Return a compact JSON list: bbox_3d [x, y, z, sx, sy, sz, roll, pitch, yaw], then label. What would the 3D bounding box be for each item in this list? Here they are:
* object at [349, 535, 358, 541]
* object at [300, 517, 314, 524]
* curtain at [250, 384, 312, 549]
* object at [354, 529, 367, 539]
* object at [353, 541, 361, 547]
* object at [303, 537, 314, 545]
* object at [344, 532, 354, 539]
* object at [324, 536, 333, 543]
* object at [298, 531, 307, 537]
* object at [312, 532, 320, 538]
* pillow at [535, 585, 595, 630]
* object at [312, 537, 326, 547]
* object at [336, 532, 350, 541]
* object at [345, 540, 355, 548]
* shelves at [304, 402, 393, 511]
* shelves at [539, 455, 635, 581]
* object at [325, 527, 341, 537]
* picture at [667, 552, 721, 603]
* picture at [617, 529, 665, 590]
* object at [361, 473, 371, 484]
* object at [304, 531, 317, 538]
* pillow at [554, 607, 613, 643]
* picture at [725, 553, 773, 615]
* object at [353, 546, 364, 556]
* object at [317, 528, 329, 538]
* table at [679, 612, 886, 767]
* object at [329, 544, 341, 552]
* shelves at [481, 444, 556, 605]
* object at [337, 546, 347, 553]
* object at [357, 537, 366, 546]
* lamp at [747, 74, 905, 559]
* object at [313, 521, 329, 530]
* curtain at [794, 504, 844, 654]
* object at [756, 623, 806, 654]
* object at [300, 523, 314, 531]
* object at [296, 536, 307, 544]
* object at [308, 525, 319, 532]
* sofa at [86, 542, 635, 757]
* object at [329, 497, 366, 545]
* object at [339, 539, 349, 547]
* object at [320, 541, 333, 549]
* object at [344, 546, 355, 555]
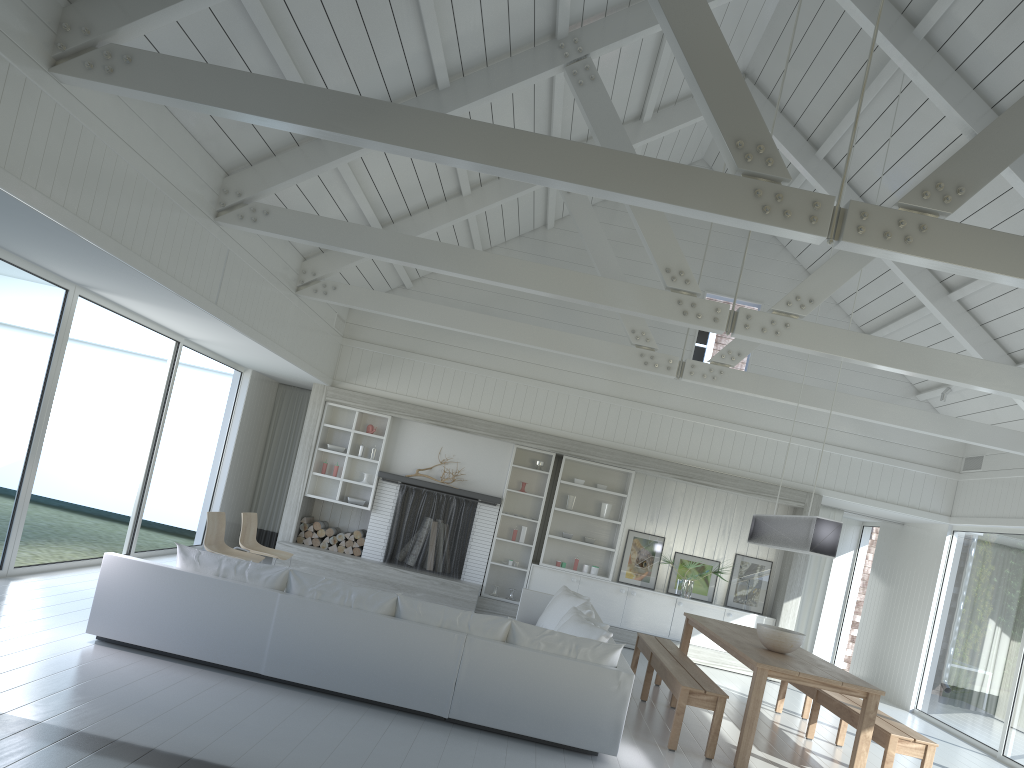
[{"bbox_3d":[-2.067,2.011,11.605,0.080,0.079,0.481,13,-7,1],"label":"object"},{"bbox_3d":[-2.689,1.788,11.627,0.080,0.079,0.481,13,-7,1],"label":"object"},{"bbox_3d":[-3.292,1.199,12.570,0.629,2.363,0.117,13,-1,1],"label":"curtain"},{"bbox_3d":[-1.993,1.979,11.618,0.110,0.110,0.497,13,-7,1],"label":"object"},{"bbox_3d":[-2.007,2.109,11.607,0.080,0.079,0.481,13,-7,1],"label":"object"},{"bbox_3d":[-2.633,2.075,11.646,0.134,0.146,0.552,12,-7,3],"label":"object"},{"bbox_3d":[-2.127,1.986,11.607,0.086,0.091,0.482,13,-7,2],"label":"object"},{"bbox_3d":[-2.392,2.037,11.612,0.080,0.079,0.481,13,-7,1],"label":"object"},{"bbox_3d":[-2.714,1.965,11.622,0.080,0.079,0.481,13,-7,1],"label":"object"},{"bbox_3d":[-2.536,1.992,11.623,0.080,0.079,0.481,13,-7,1],"label":"object"},{"bbox_3d":[0.548,2.276,8.528,0.463,0.475,2.065,13,-7,-5],"label":"pillow"},{"bbox_3d":[-2.529,2.080,11.628,0.110,0.110,0.497,13,-7,1],"label":"object"},{"bbox_3d":[-2.213,2.009,11.622,0.109,0.109,0.497,13,-7,1],"label":"object"},{"bbox_3d":[-2.099,2.099,11.616,0.109,0.109,0.497,13,-7,1],"label":"object"},{"bbox_3d":[-2.095,0.959,11.563,0.865,1.236,0.551,13,-2,2],"label":"shelves"},{"bbox_3d":[0.972,1.760,11.594,0.938,1.439,0.608,13,-2,2],"label":"shelves"},{"bbox_3d":[-2.357,1.950,11.627,0.109,0.109,0.497,13,-7,1],"label":"object"},{"bbox_3d":[2.373,2.525,11.508,0.608,0.552,0.054,13,-1,2],"label":"picture"},{"bbox_3d":[1.693,2.296,11.521,0.494,0.701,0.065,13,-1,2],"label":"picture"},{"bbox_3d":[-1.898,1.226,11.439,0.137,0.130,0.137,14,-5,-10],"label":"object"},{"bbox_3d":[-2.629,1.981,11.633,0.109,0.109,0.497,13,-7,1],"label":"object"},{"bbox_3d":[0.471,2.034,6.866,0.467,0.475,1.323,13,-7,-6],"label":"pillow"},{"bbox_3d":[3.089,2.605,11.478,0.494,0.701,0.065,13,-1,2],"label":"picture"},{"bbox_3d":[-2.000,2.197,11.612,0.110,0.110,0.497,13,-7,1],"label":"object"},{"bbox_3d":[-2.465,1.961,11.629,0.109,0.109,0.497,13,-7,1],"label":"object"},{"bbox_3d":[2.089,2.606,7.558,0.905,0.759,2.970,12,-7,3],"label":"table"},{"bbox_3d":[-2.301,2.167,11.635,0.134,0.146,0.552,12,-7,3],"label":"object"},{"bbox_3d":[0.089,1.847,11.612,0.540,1.994,0.607,13,-2,2],"label":"shelves"},{"bbox_3d":[-2.204,2.174,11.625,0.108,0.106,0.518,13,-7,1],"label":"object"},{"bbox_3d":[-1.949,2.070,11.614,0.109,0.109,0.497,13,-7,1],"label":"object"},{"bbox_3d":[2.804,-0.645,7.587,0.200,4.230,1.916,13,-2,3],"label":"lamp"},{"bbox_3d":[-2.517,1.870,11.634,0.110,0.110,0.497,13,-7,1],"label":"object"},{"bbox_3d":[3.979,2.824,12.487,1.005,2.363,0.117,13,-1,2],"label":"curtain"},{"bbox_3d":[2.164,2.080,7.147,0.390,0.184,0.391,13,-6,-6],"label":"object"},{"bbox_3d":[-2.692,1.881,11.637,0.109,0.109,0.497,13,-7,1],"label":"object"},{"bbox_3d":[-2.734,2.057,11.641,0.108,0.106,0.518,13,-7,1],"label":"object"},{"bbox_3d":[-2.597,1.894,11.622,0.080,0.079,0.481,13,-7,1],"label":"object"},{"bbox_3d":[-0.913,1.947,7.647,3.473,0.735,4.164,12,-7,3],"label":"sofa"},{"bbox_3d":[-2.179,1.804,11.591,0.343,0.641,0.612,13,-4,-12],"label":"object"},{"bbox_3d":[-2.184,2.082,11.606,0.080,0.079,0.481,13,-7,1],"label":"object"},{"bbox_3d":[-2.419,2.106,11.632,0.105,0.114,0.520,13,-7,2],"label":"object"},{"bbox_3d":[-2.103,2.192,11.630,0.134,0.146,0.552,12,-7,3],"label":"object"}]
